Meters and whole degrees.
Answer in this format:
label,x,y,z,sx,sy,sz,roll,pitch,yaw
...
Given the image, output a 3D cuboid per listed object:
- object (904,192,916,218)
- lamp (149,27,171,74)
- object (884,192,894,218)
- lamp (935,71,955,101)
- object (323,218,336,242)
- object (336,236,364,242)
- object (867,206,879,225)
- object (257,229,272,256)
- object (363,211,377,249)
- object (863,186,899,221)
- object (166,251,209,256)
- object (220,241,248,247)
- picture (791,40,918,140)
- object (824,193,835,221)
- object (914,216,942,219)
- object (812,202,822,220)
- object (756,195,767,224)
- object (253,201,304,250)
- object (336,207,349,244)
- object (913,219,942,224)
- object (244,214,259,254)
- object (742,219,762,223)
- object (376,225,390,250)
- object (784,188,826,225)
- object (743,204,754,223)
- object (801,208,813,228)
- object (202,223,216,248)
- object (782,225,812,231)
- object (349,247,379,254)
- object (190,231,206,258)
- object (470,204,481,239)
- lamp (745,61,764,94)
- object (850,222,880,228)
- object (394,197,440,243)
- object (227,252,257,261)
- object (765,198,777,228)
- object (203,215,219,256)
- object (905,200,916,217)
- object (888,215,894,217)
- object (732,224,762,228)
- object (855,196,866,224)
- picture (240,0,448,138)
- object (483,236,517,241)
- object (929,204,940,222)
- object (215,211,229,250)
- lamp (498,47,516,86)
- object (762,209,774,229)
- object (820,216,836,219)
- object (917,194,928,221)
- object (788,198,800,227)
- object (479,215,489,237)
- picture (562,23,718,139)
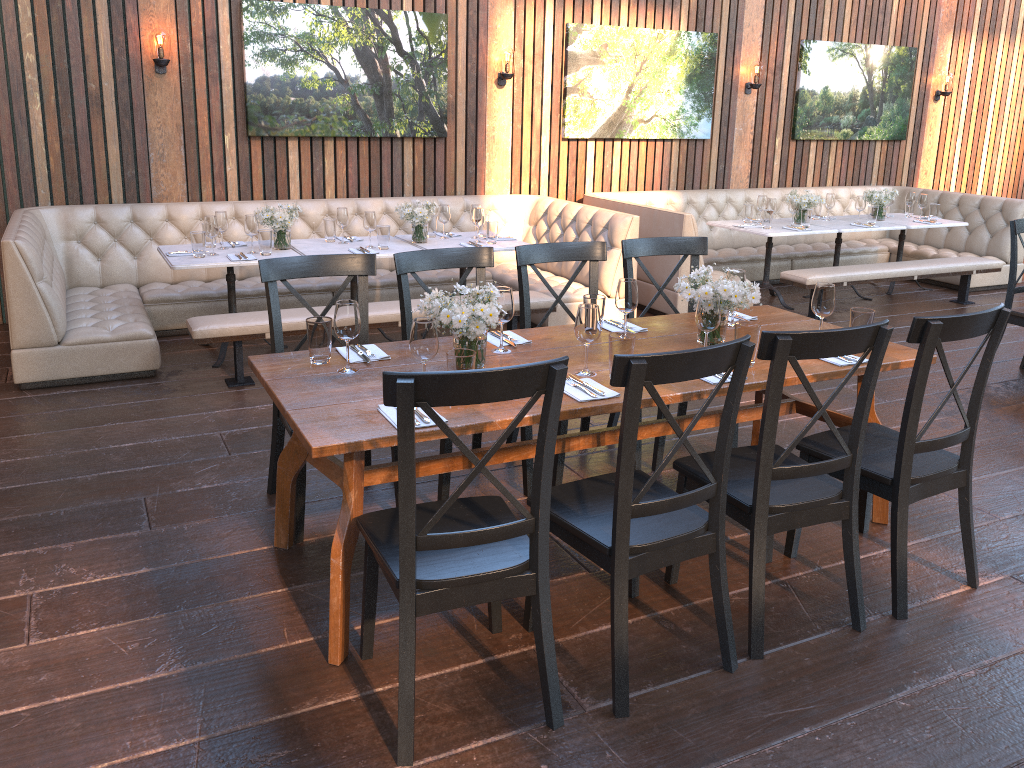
label,x,y,z,sx,sy,sz,roll,pitch,yaw
object,3.794,-1.710,8.442,0.092,0.240,0.093,6,15,15
lamp,-2.532,-2.401,6.376,0.146,0.315,0.180,-6,17,-26
object,3.565,-1.698,8.386,0.092,0.240,0.093,6,15,15
lamp,4.874,-3.348,9.950,0.146,0.315,0.180,-6,17,-26
object,-1.266,-1.068,6.157,0.092,0.156,0.093,-11,19,-39
object,-1.146,-1.033,6.285,0.158,0.018,0.259,-7,19,-25
object,3.202,-1.498,7.864,0.092,0.156,0.093,-11,19,-39
object,-1.554,-0.891,5.573,0.092,0.156,0.093,-11,19,-39
object,-0.953,-1.035,5.939,0.092,0.240,0.093,7,16,21
object,3.390,-1.668,8.174,0.331,0.304,0.339,14,20,36
object,-2.040,-0.829,5.567,0.256,0.018,0.160,-7,19,-25
object,-1.865,-0.942,5.938,0.158,0.018,0.259,-7,19,-25
picture,3.675,-3.116,9.457,1.654,0.982,0.066,-7,16,-26
object,2.892,-1.612,8.061,0.092,0.240,0.093,6,15,15
object,3.955,-1.591,8.447,0.256,0.018,0.160,-7,19,-25
object,2.793,-1.588,8.120,0.092,0.156,0.093,-11,19,-39
object,2.173,-1.520,7.715,0.092,0.240,0.093,7,16,21
object,-1.523,-1.036,5.792,0.329,0.304,0.342,-3,17,-14
object,-1.168,-1.091,6.098,0.092,0.240,0.093,7,16,21
object,3.793,-1.491,8.117,0.158,0.018,0.259,-7,19,-25
object,-1.650,-0.949,5.611,0.092,0.240,0.093,7,16,21
object,2.194,-1.462,7.901,0.158,0.018,0.259,-7,19,-25
object,-0.857,-0.977,5.901,0.092,0.156,0.093,-11,19,-39
object,2.544,-1.553,7.743,0.336,0.304,0.334,0,16,-4
object,2.075,-1.496,7.773,0.092,0.156,0.093,-11,19,-39
object,2.505,-1.411,7.536,0.092,0.156,0.093,-11,19,-39
object,-1.984,-0.976,5.810,0.092,0.156,0.093,-11,19,-39
object,2.382,-1.312,7.442,0.158,0.018,0.259,-7,19,-25
object,-0.980,-0.878,5.807,0.158,0.018,0.259,-7,19,-25
object,-1.924,-0.855,5.433,0.092,0.156,0.093,-11,19,-39
object,-0.265,-1.189,6.479,0.092,0.240,0.093,7,16,21
lamp,2.406,-3.033,8.759,0.146,0.315,0.180,-6,17,-26
object,3.080,-1.399,7.770,0.158,0.018,0.259,-7,19,-25
object,-0.662,-1.147,6.208,0.329,0.304,0.342,-1,16,-10
object,-1.677,-0.792,5.479,0.158,0.018,0.259,-7,19,-25
object,2.186,-1.445,7.481,0.092,0.240,0.093,7,16,21
object,-1.873,-0.925,5.518,0.092,0.240,0.093,7,16,21
object,3.843,-1.697,8.547,0.092,0.156,0.093,-11,19,-39
object,3.586,-1.640,8.573,0.158,0.018,0.259,-7,19,-25
object,2.019,-1.349,7.530,0.256,0.018,0.160,-7,19,-25
object,3.106,-1.556,7.902,0.092,0.240,0.093,6,15,15
picture,-1.285,-2.477,7.050,1.654,0.982,0.066,-7,16,-26
object,-0.104,-1.071,6.484,0.256,0.018,0.160,-7,19,-25
object,3.916,-1.590,8.212,0.092,0.156,0.093,-11,19,-39
object,-1.886,-0.999,5.751,0.092,0.240,0.093,7,16,21
lamp,-0.047,-2.719,7.575,0.146,0.315,0.180,-6,17,-26
object,2.135,-1.376,7.396,0.092,0.156,0.093,-11,19,-39
object,2.913,-1.554,8.248,0.158,0.018,0.259,-7,19,-25
object,3.820,-1.648,8.250,0.092,0.240,0.093,6,15,15
object,2.409,-1.470,7.574,0.092,0.240,0.093,7,16,21
object,-0.216,-1.177,6.584,0.092,0.156,0.093,4,15,9
picture,1.216,-2.799,8.264,1.654,0.982,0.066,-7,16,-26
